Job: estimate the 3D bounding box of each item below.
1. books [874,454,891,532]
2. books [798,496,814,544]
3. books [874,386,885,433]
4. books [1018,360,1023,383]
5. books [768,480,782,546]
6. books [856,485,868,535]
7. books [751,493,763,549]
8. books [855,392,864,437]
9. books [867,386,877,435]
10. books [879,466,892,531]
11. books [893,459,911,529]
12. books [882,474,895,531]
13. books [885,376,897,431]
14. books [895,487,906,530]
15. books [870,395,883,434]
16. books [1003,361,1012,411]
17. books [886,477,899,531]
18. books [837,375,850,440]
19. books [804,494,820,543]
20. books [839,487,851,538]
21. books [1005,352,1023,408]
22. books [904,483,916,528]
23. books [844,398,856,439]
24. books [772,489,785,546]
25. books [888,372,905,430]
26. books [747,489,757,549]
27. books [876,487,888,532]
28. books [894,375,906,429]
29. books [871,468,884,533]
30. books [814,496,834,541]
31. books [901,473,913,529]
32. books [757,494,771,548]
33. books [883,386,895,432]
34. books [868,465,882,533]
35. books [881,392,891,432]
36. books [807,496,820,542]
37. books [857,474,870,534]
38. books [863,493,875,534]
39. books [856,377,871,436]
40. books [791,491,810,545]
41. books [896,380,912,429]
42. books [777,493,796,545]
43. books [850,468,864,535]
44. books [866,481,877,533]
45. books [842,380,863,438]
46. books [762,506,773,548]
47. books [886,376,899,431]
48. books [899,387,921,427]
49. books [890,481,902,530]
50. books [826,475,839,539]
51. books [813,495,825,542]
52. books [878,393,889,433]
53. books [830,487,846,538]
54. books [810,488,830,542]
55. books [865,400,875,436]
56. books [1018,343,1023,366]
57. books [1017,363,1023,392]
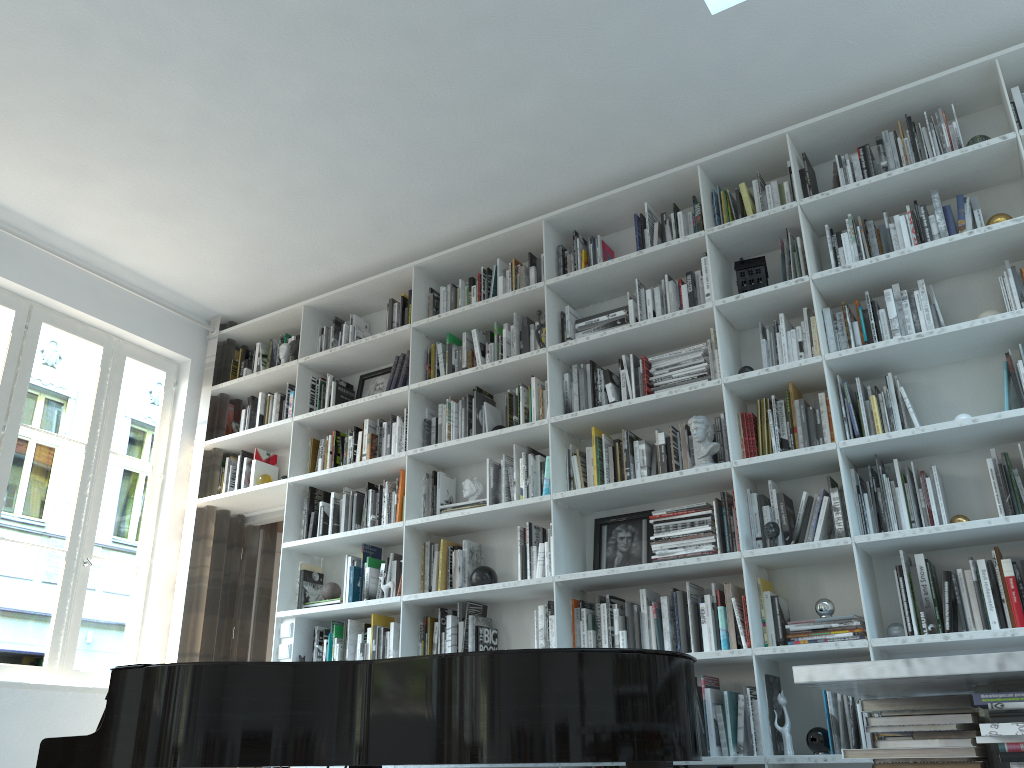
[{"bbox_3d":[1.455,0.454,3.443,0.007,0.340,0.150,-14,-26,29],"label":"books"},{"bbox_3d":[1.189,0.573,3.540,0.089,0.209,0.176,-14,-26,29],"label":"books"},{"bbox_3d":[1.484,0.147,3.531,0.008,0.241,0.169,-14,-26,29],"label":"books"},{"bbox_3d":[1.909,0.044,3.276,0.013,0.218,0.188,-14,-26,29],"label":"books"},{"bbox_3d":[1.093,0.557,3.627,0.013,0.305,0.141,-14,-26,29],"label":"books"},{"bbox_3d":[1.379,0.520,3.449,0.012,0.225,0.147,-14,-26,29],"label":"books"},{"bbox_3d":[1.035,0.596,3.661,0.024,0.262,0.154,-14,-26,29],"label":"books"},{"bbox_3d":[1.423,0.167,3.578,0.007,0.243,0.146,-14,-26,29],"label":"books"},{"bbox_3d":[1.463,0.148,3.550,0.013,0.255,0.145,-14,-26,29],"label":"books"},{"bbox_3d":[1.453,0.469,3.407,0.005,0.282,0.159,-14,-26,29],"label":"books"},{"bbox_3d":[1.502,0.450,3.379,0.014,0.295,0.175,-14,-26,29],"label":"books"},{"bbox_3d":[1.462,0.484,3.397,0.013,0.247,0.165,-14,-26,29],"label":"books"},{"bbox_3d":[1.519,0.123,3.511,0.006,0.269,0.179,-14,-26,29],"label":"books"},{"bbox_3d":[1.493,0.504,3.365,0.013,0.185,0.184,-14,-26,29],"label":"books"},{"bbox_3d":[1.460,0.164,3.507,0.017,0.191,0.192,-14,-26,29],"label":"books"},{"bbox_3d":[1.858,0.054,3.323,0.056,0.240,0.154,-14,-26,29],"label":"books"},{"bbox_3d":[1.467,0.489,3.379,0.011,0.225,0.188,-14,-26,29],"label":"books"},{"bbox_3d":[1.365,0.136,3.599,0.006,0.317,0.165,-14,-26,29],"label":"books"},{"bbox_3d":[1.213,0.569,3.552,0.095,0.225,0.144,-14,-26,29],"label":"books"},{"bbox_3d":[1.326,0.531,3.475,0.021,0.225,0.148,-14,-26,29],"label":"books"},{"bbox_3d":[1.886,0.032,3.305,0.021,0.263,0.174,-14,-26,29],"label":"books"},{"bbox_3d":[1.529,0.494,3.365,0.013,0.202,0.167,-14,-26,29],"label":"books"},{"bbox_3d":[1.382,0.184,3.586,0.015,0.219,0.155,-14,-26,29],"label":"books"},{"bbox_3d":[1.109,0.576,3.621,0.012,0.264,0.158,-14,-26,29],"label":"books"},{"bbox_3d":[1.535,0.113,3.511,0.013,0.286,0.159,-14,-26,29],"label":"books"},{"bbox_3d":[1.020,0.590,3.675,0.012,0.284,0.160,-14,-26,29],"label":"books"},{"bbox_3d":[1.442,0.516,3.414,0.013,0.203,0.154,-14,-26,29],"label":"books"},{"bbox_3d":[1.567,0.118,3.541,0.011,0.299,0.089,-14,-26,29],"label":"books"},{"bbox_3d":[1.430,0.480,3.427,0.006,0.280,0.155,-14,-26,29],"label":"books"},{"bbox_3d":[1.246,0.567,3.520,0.091,0.204,0.169,-14,-26,29],"label":"books"},{"bbox_3d":[1.522,0.477,3.380,0.007,0.246,0.153,-14,-26,29],"label":"books"},{"bbox_3d":[1.055,0.594,3.644,0.028,0.252,0.143,-14,-26,29],"label":"books"},{"bbox_3d":[1.514,0.141,3.518,0.017,0.242,0.133,-14,-26,29],"label":"books"},{"bbox_3d":[1.420,0.477,3.437,0.018,0.294,0.178,-14,-26,29],"label":"books"},{"bbox_3d":[1.498,0.154,3.509,0.007,0.211,0.158,-14,-26,29],"label":"books"},{"bbox_3d":[1.220,0.572,3.540,0.090,0.211,0.143,-14,-26,29],"label":"books"},{"bbox_3d":[1.384,0.497,3.447,0.010,0.265,0.158,-14,-26,29],"label":"books"},{"bbox_3d":[1.400,0.534,3.434,0.015,0.187,0.168,-14,-26,29],"label":"books"},{"bbox_3d":[1.424,0.134,3.545,0.013,0.277,0.192,-14,-26,29],"label":"books"},{"bbox_3d":[1.171,0.567,3.549,0.095,0.227,0.190,-14,-26,29],"label":"books"},{"bbox_3d":[1.558,0.126,3.500,0.007,0.253,0.161,-14,-26,29],"label":"books"},{"bbox_3d":[1.129,0.579,3.606,0.035,0.247,0.141,-14,-26,29],"label":"books"},{"bbox_3d":[1.374,0.494,3.479,0.014,0.297,0.148,-14,-26,29],"label":"books"},{"bbox_3d":[1.416,0.510,3.444,0.011,0.238,0.137,-14,-26,29],"label":"books"},{"bbox_3d":[1.394,0.145,3.581,0.035,0.286,0.192,-14,-26,29],"label":"books"},{"bbox_3d":[1.068,0.609,3.603,0.027,0.191,0.183,-14,-26,29],"label":"books"},{"bbox_3d":[1.527,0.121,3.513,0.006,0.272,0.167,-14,-26,29],"label":"books"},{"bbox_3d":[1.569,0.132,3.456,0.051,0.209,0.177,-14,-26,29],"label":"books"},{"bbox_3d":[1.484,0.494,3.382,0.013,0.217,0.161,-14,-26,29],"label":"books"},{"bbox_3d":[1.291,0.517,3.516,0.013,0.284,0.139,-14,-26,29],"label":"books"},{"bbox_3d":[1.240,0.568,3.537,0.090,0.214,0.139,-14,-26,29],"label":"books"},{"bbox_3d":[1.493,0.160,3.519,0.014,0.208,0.157,-14,-26,29],"label":"books"},{"bbox_3d":[1.298,0.535,3.477,0.029,0.222,0.171,-14,-26,29],"label":"books"},{"bbox_3d":[1.232,0.554,3.537,0.094,0.237,0.150,-14,-26,29],"label":"books"},{"bbox_3d":[1.449,0.178,3.541,0.014,0.192,0.147,-14,-26,29],"label":"books"},{"bbox_3d":[1.928,0.011,3.297,0.013,0.294,0.154,-14,-26,29],"label":"books"},{"bbox_3d":[1.901,0.050,3.279,0.006,0.209,0.188,-14,-26,29],"label":"books"}]
